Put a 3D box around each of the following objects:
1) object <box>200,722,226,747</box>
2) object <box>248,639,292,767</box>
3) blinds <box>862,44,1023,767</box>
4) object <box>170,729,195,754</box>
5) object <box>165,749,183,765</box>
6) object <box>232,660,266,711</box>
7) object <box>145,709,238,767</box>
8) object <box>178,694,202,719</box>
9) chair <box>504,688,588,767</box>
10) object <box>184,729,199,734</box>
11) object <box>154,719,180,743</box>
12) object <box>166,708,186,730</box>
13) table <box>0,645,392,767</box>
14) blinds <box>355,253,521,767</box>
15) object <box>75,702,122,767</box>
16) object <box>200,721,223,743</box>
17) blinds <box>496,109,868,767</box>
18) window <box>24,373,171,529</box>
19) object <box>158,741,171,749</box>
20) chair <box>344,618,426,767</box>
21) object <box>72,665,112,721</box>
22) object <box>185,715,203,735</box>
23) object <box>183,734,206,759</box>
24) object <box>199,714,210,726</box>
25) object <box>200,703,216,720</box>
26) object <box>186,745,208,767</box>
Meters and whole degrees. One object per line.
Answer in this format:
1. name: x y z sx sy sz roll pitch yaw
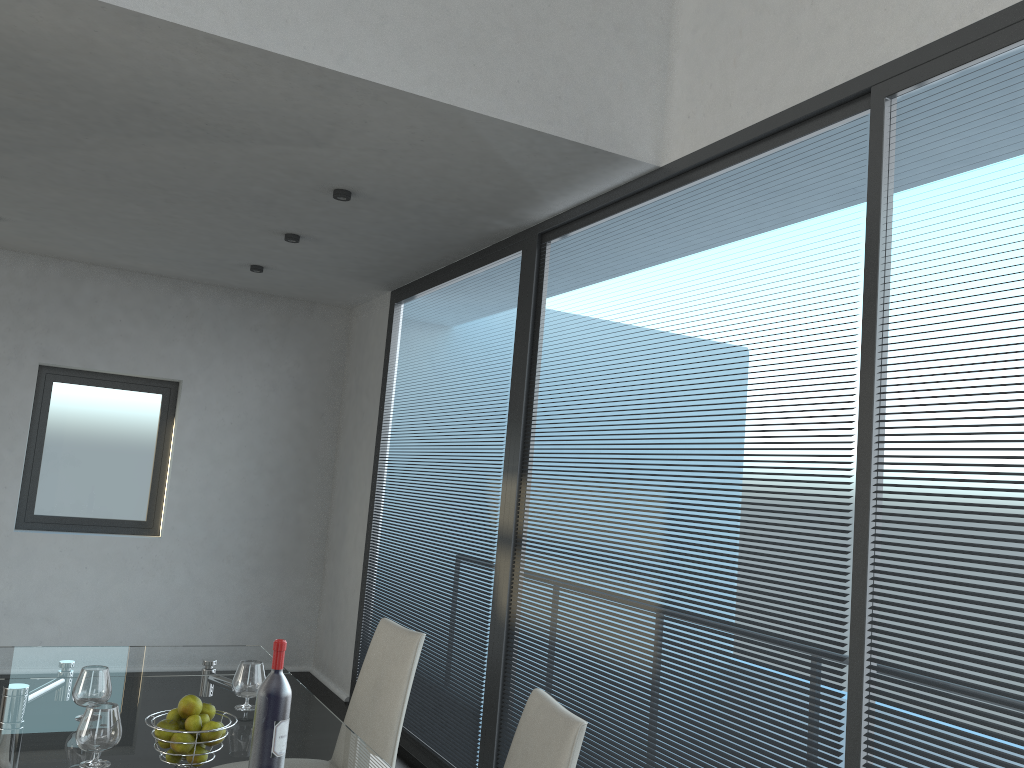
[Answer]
1. object: -0.705 0.825 2.090 0.058 0.058 0.058 1 -8 30
2. object: -0.535 0.738 1.976 0.082 0.326 0.082 6 -7 -6
3. blinds: 1.360 0.412 1.458 0.018 2.537 1.874 8 -7 -27
4. object: -0.752 0.817 2.024 0.054 0.055 0.053 1 -8 27
5. object: -0.782 0.861 2.054 0.038 0.038 0.038 8 -7 -23
6. object: -0.780 0.892 2.629 0.098 0.132 0.098 6 -7 -7
7. object: -0.755 0.838 2.073 0.206 0.105 0.206 3 -7 18
8. object: -0.757 0.759 2.085 0.055 0.056 0.055 8 -7 -27
9. chair: -0.199 1.180 1.905 0.612 0.959 0.471 7 -7 -17
10. object: -0.769 0.822 2.132 0.047 0.045 0.047 8 -7 -23
11. object: -0.795 0.800 2.043 0.055 0.048 0.054 9 -8 -33
12. object: -0.792 0.794 2.099 0.050 0.054 0.055 1 -8 32
13. table: -0.826 1.262 2.102 0.940 0.731 2.720 8 -7 -27
14. blinds: -0.475 0.668 4.973 0.018 2.537 1.787 8 -7 -27
15. object: -0.951 0.808 2.042 0.098 0.132 0.098 6 -7 -7
16. object: -0.694 0.803 2.050 0.047 0.048 0.047 2 -7 25
17. blinds: 0.461 0.537 3.180 0.018 2.537 1.874 8 -7 -27
18. window: -2.854 0.475 6.147 0.800 1.000 0.050 8 -7 -27
19. object: -0.807 0.832 2.080 0.045 0.042 0.045 9 -8 -32
20. chair: -0.639 1.242 2.752 0.612 0.959 0.471 9 -8 -32
21. object: -1.134 0.834 2.395 0.098 0.132 0.098 6 -7 -7
22. object: -0.736 0.787 2.048 0.040 0.043 0.044 6 -7 -12
23. object: -0.758 0.858 2.101 0.061 0.056 0.059 3 -7 18
24. object: -0.736 0.799 2.099 0.040 0.038 0.040 0 -8 34
25. object: -0.740 0.791 2.139 0.047 0.045 0.047 8 -7 -26
26. object: -0.729 0.860 2.053 0.048 0.048 0.048 7 -7 -16
